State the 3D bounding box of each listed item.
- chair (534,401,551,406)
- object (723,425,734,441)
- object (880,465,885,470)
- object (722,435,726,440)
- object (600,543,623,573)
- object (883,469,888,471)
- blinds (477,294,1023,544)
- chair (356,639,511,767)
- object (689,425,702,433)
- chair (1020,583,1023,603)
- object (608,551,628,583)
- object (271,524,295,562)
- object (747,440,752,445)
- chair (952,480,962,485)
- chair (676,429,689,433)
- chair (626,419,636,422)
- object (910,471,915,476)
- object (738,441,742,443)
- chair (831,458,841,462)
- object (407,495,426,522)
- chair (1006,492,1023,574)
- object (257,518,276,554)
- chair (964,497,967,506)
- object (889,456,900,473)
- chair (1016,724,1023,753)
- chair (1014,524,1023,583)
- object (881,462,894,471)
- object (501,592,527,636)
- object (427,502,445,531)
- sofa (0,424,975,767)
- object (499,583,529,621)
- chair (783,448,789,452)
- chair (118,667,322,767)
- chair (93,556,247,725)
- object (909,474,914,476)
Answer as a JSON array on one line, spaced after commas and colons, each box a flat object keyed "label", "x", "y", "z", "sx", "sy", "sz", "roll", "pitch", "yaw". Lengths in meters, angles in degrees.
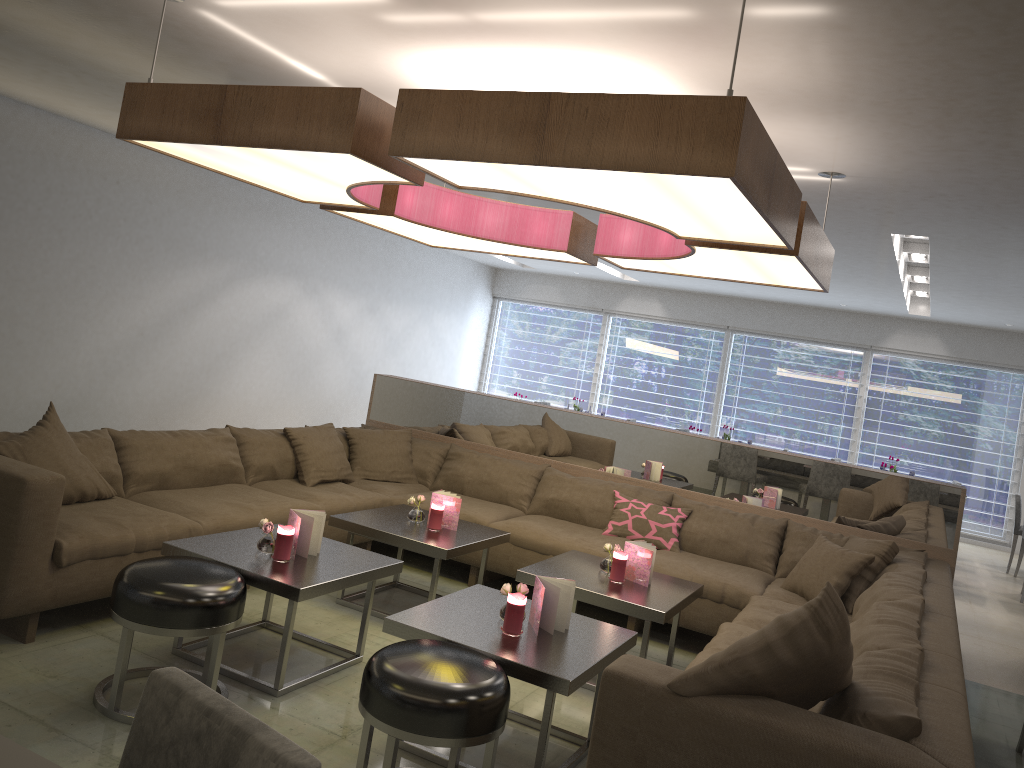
[{"label": "chair", "x": 0.507, "y": 0.635, "z": 10.886, "sx": 0.495, "sy": 0.764, "sz": 0.473, "roll": 9, "pitch": -1, "yaw": 31}, {"label": "object", "x": 2.365, "y": 0.592, "z": 9.728, "sx": 0.104, "sy": 0.277, "sz": 0.154, "roll": 9, "pitch": -1, "yaw": 23}, {"label": "object", "x": 3.942, "y": 0.937, "z": 9.421, "sx": 0.053, "sy": 0.139, "sz": 0.053, "roll": 10, "pitch": -2, "yaw": -22}, {"label": "object", "x": 2.434, "y": 0.656, "z": 10.165, "sx": 0.053, "sy": 0.139, "sz": 0.053, "roll": 10, "pitch": -2, "yaw": -16}, {"label": "object", "x": 0.451, "y": 0.789, "z": 4.027, "sx": 0.091, "sy": 0.132, "sz": 0.102, "roll": 10, "pitch": -1, "yaw": -9}, {"label": "object", "x": 3.721, "y": 0.922, "z": 8.837, "sx": 0.053, "sy": 0.139, "sz": 0.053, "roll": 10, "pitch": -2, "yaw": -22}, {"label": "blinds", "x": 2.707, "y": 0.229, "z": 11.702, "sx": 7.131, "sy": 2.048, "sz": 0.045, "roll": 10, "pitch": -2, "yaw": 26}, {"label": "chair", "x": -0.236, "y": 0.988, "z": 2.504, "sx": 0.423, "sy": 0.452, "sz": 0.421, "roll": 9, "pitch": 0, "yaw": 7}, {"label": "object", "x": 1.717, "y": 0.535, "z": 8.365, "sx": 0.104, "sy": 0.277, "sz": 0.154, "roll": 9, "pitch": -1, "yaw": 23}, {"label": "chair", "x": 4.481, "y": 1.439, "z": 7.245, "sx": 0.495, "sy": 0.764, "sz": 0.473, "roll": 9, "pitch": -1, "yaw": 31}, {"label": "object", "x": 0.467, "y": 0.799, "z": 3.866, "sx": 0.075, "sy": 0.129, "sz": 0.075, "roll": 10, "pitch": -1, "yaw": -2}, {"label": "object", "x": -0.857, "y": 0.598, "z": 3.323, "sx": 0.075, "sy": 0.129, "sz": 0.075, "roll": 10, "pitch": -1, "yaw": -12}, {"label": "object", "x": 2.694, "y": 0.705, "z": 10.037, "sx": 0.053, "sy": 0.139, "sz": 0.053, "roll": 10, "pitch": -2, "yaw": -22}, {"label": "chair", "x": 4.255, "y": 1.332, "z": 9.048, "sx": 0.494, "sy": 0.764, "sz": 0.474, "roll": 9, "pitch": -1, "yaw": 21}, {"label": "chair", "x": 2.103, "y": 0.932, "z": 10.100, "sx": 0.495, "sy": 0.764, "sz": 0.473, "roll": 9, "pitch": -1, "yaw": 31}, {"label": "chair", "x": 1.154, "y": 0.755, "z": 10.577, "sx": 0.494, "sy": 0.764, "sz": 0.474, "roll": 9, "pitch": -1, "yaw": 21}, {"label": "object", "x": 4.202, "y": 0.985, "z": 9.294, "sx": 0.053, "sy": 0.139, "sz": 0.053, "roll": 10, "pitch": -2, "yaw": -22}, {"label": "object", "x": 2.447, "y": 0.683, "z": 9.519, "sx": 0.053, "sy": 0.139, "sz": 0.053, "roll": 10, "pitch": -2, "yaw": -22}, {"label": "chair", "x": 3.608, "y": 1.212, "z": 9.358, "sx": 0.495, "sy": 0.764, "sz": 0.473, "roll": 9, "pitch": -1, "yaw": 31}, {"label": "object", "x": -0.476, "y": 0.620, "z": 4.430, "sx": 0.101, "sy": 0.129, "sz": 0.095, "roll": 9, "pitch": -1, "yaw": 9}, {"label": "chair", "x": 5.129, "y": 1.496, "z": 8.608, "sx": 0.495, "sy": 0.764, "sz": 0.473, "roll": 9, "pitch": -1, "yaw": 31}, {"label": "object", "x": -0.909, "y": 0.590, "z": 3.374, "sx": 0.094, "sy": 0.126, "sz": 0.194, "roll": 10, "pitch": 0, "yaw": -33}, {"label": "chair", "x": 3.367, "y": 1.255, "z": 7.199, "sx": 0.495, "sy": 0.764, "sz": 0.473, "roll": 9, "pitch": -1, "yaw": 31}, {"label": "object", "x": 3.870, "y": 0.872, "z": 8.986, "sx": 0.104, "sy": 0.277, "sz": 0.154, "roll": 9, "pitch": -1, "yaw": 23}, {"label": "chair", "x": 2.362, "y": 1.227, "z": 3.505, "sx": 0.494, "sy": 0.764, "sz": 0.474, "roll": 9, "pitch": -1, "yaw": 18}, {"label": "chair", "x": 4.955, "y": 1.486, "z": 8.109, "sx": 0.494, "sy": 0.764, "sz": 0.474, "roll": 9, "pitch": -1, "yaw": 21}, {"label": "object", "x": 3.222, "y": 0.815, "z": 7.623, "sx": 0.104, "sy": 0.277, "sz": 0.154, "roll": 9, "pitch": -1, "yaw": 23}, {"label": "object", "x": 0.009, "y": 0.758, "z": 2.918, "sx": 0.075, "sy": 0.129, "sz": 0.075, "roll": 10, "pitch": -1, "yaw": -12}, {"label": "object", "x": -0.367, "y": 0.643, "z": 4.289, "sx": 0.075, "sy": 0.129, "sz": 0.075, "roll": 10, "pitch": -1, "yaw": -2}, {"label": "sofa", "x": -0.107, "y": 0.841, "z": 3.981, "sx": 3.784, "sy": 0.677, "sz": 3.162, "roll": 10, "pitch": 2, "yaw": 26}, {"label": "object", "x": 0.008, "y": 0.753, "z": 3.053, "sx": 0.106, "sy": 0.129, "sz": 0.095, "roll": 10, "pitch": -1, "yaw": -14}, {"label": "chair", "x": 2.750, "y": 1.052, "z": 9.790, "sx": 0.494, "sy": 0.764, "sz": 0.474, "roll": 9, "pitch": -1, "yaw": 21}, {"label": "chair", "x": -0.599, "y": 0.825, "z": 1.067, "sx": 0.479, "sy": 0.764, "sz": 0.488, "roll": 9, "pitch": -1, "yaw": 38}, {"label": "chair", "x": -1.125, "y": 0.822, "z": 2.942, "sx": 0.424, "sy": 0.452, "sz": 0.420, "roll": 9, "pitch": 0, "yaw": 22}, {"label": "object", "x": 3.955, "y": 0.964, "z": 8.775, "sx": 0.053, "sy": 0.139, "sz": 0.053, "roll": 10, "pitch": -2, "yaw": -22}]
